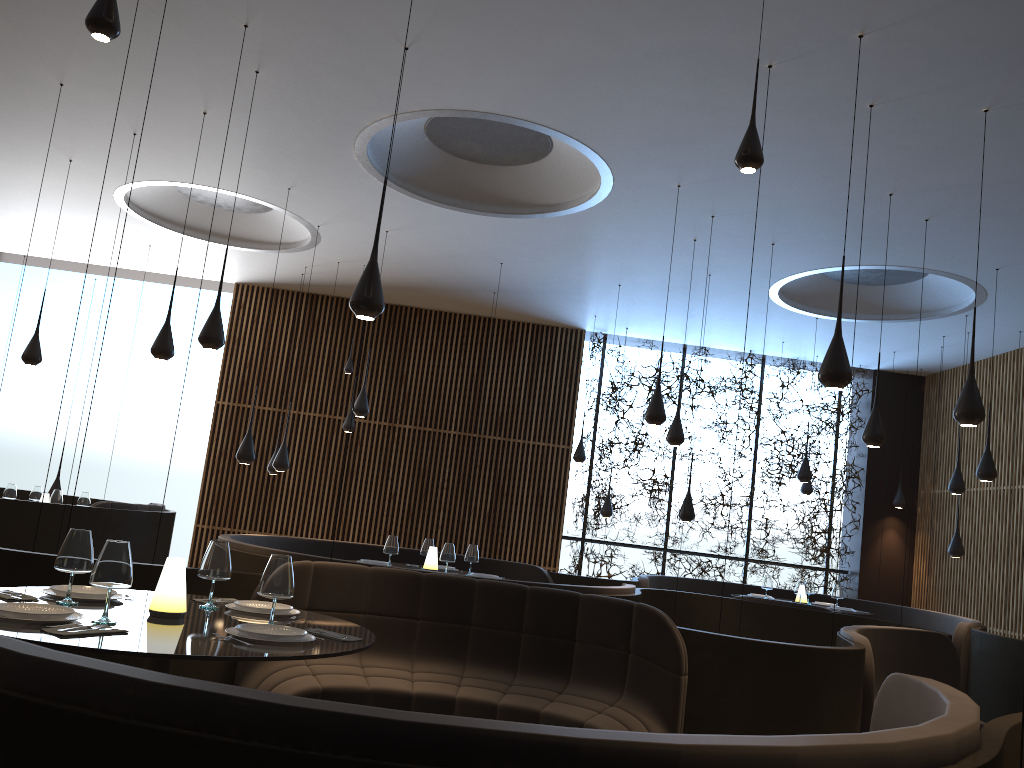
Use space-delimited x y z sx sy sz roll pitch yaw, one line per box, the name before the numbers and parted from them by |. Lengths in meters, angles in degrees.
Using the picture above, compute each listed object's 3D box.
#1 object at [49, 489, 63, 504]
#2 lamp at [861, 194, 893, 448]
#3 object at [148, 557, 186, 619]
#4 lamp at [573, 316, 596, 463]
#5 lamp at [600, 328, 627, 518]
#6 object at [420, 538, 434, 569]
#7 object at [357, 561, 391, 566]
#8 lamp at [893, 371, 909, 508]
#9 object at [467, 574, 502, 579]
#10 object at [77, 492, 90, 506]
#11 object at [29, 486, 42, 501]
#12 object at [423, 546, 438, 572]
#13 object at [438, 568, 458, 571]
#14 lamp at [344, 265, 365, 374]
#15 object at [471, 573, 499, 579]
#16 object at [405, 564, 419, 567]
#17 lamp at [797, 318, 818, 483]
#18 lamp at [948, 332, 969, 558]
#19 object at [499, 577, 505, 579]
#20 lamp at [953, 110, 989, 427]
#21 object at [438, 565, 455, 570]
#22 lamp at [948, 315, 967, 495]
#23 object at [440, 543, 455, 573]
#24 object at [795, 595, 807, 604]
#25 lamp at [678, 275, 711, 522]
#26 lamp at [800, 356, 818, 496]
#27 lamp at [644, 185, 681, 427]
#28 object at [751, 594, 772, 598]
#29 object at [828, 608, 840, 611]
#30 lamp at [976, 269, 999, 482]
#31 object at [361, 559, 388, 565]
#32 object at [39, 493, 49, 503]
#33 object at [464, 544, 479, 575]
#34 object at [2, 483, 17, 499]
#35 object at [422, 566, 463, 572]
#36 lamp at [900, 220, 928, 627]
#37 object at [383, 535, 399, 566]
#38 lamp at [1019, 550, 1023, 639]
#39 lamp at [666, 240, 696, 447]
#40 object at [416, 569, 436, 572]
object | -5.096 1.330 9.902 0.142 0.294 0.142 7 -8 0
lamp | 3.173 -0.563 7.601 0.196 2.216 0.196 2 -9 32
object | -1.369 0.816 3.565 0.142 0.231 0.145 11 -9 -28
lamp | 1.120 0.070 13.182 0.196 2.216 0.196 2 -9 32
lamp | 1.611 0.578 13.654 0.196 2.951 0.196 2 -9 32
object | -0.835 1.673 8.739 0.142 0.294 0.142 13 -10 -36
object | -1.297 1.693 8.350 0.332 0.014 0.332 12 -10 -27
lamp | 6.307 0.887 14.287 0.196 2.216 0.196 4 -8 22
object | -0.259 1.826 8.376 0.331 0.014 0.333 5 -9 15
object | -5.060 1.424 10.464 0.142 0.294 0.142 13 -9 -35
object | -5.652 1.359 10.518 0.142 0.294 0.142 11 -9 -29
object | -0.759 1.658 8.390 0.144 0.231 0.143 5 -8 13
object | -0.702 1.853 8.896 0.331 0.014 0.333 6 -9 5
lamp | -2.109 -0.880 12.008 0.133 1.503 0.133 8 -8 -8
object | -0.258 1.816 8.377 0.263 0.029 0.264 8 -9 -8
object | -1.003 1.825 8.906 0.126 0.017 0.263 7 -9 -1
lamp | 3.979 0.206 11.814 0.196 2.216 0.196 9 -8 -18
lamp | 5.867 0.771 11.553 0.196 2.951 0.196 9 -8 -18
object | -0.204 1.886 8.669 0.262 0.017 0.127 6 -9 8
lamp | 3.167 -0.813 6.031 0.196 2.216 0.196 2 -9 32
object | -0.701 1.844 8.897 0.264 0.029 0.263 14 -11 -36
lamp | 5.507 0.244 10.858 0.196 2.216 0.196 9 -8 -18
object | -0.583 1.589 8.014 0.142 0.294 0.142 12 -9 -32
object | 3.587 2.606 10.970 0.145 0.231 0.142 10 -9 -22
lamp | 2.197 0.143 10.460 0.196 2.951 0.196 8 -8 -8
lamp | 4.734 0.647 14.000 0.196 2.216 0.196 4 -8 22
lamp | 1.394 -0.723 7.978 0.196 2.216 0.196 2 -9 32
object | 3.175 2.706 11.307 0.263 0.029 0.264 1 -11 33
object | 3.942 2.699 10.593 0.412 0.012 0.204 15 -12 -41
lamp | 4.929 -0.106 9.108 0.196 2.216 0.196 9 -8 -18
object | -1.296 1.684 8.351 0.263 0.029 0.264 5 -9 11
object | -5.386 1.373 10.205 0.142 0.231 0.145 4 -8 18
object | -0.392 1.701 8.572 0.142 0.294 0.142 5 -8 18
object | -5.696 1.280 10.050 0.142 0.294 0.142 8 -8 -6
object | -0.698 1.855 8.897 0.411 0.012 0.205 8 -9 -6
lamp | 3.454 1.562 7.794 0.196 6.255 0.196 5 -8 12
object | -1.120 1.552 8.199 0.142 0.294 0.142 14 -10 -41
lamp | 5.323 2.024 9.244 0.196 6.255 0.196 5 -8 12
lamp | 1.825 -0.448 9.349 0.196 2.216 0.196 2 -9 32
object | -0.761 1.668 7.834 0.263 0.029 0.264 5 -9 13
